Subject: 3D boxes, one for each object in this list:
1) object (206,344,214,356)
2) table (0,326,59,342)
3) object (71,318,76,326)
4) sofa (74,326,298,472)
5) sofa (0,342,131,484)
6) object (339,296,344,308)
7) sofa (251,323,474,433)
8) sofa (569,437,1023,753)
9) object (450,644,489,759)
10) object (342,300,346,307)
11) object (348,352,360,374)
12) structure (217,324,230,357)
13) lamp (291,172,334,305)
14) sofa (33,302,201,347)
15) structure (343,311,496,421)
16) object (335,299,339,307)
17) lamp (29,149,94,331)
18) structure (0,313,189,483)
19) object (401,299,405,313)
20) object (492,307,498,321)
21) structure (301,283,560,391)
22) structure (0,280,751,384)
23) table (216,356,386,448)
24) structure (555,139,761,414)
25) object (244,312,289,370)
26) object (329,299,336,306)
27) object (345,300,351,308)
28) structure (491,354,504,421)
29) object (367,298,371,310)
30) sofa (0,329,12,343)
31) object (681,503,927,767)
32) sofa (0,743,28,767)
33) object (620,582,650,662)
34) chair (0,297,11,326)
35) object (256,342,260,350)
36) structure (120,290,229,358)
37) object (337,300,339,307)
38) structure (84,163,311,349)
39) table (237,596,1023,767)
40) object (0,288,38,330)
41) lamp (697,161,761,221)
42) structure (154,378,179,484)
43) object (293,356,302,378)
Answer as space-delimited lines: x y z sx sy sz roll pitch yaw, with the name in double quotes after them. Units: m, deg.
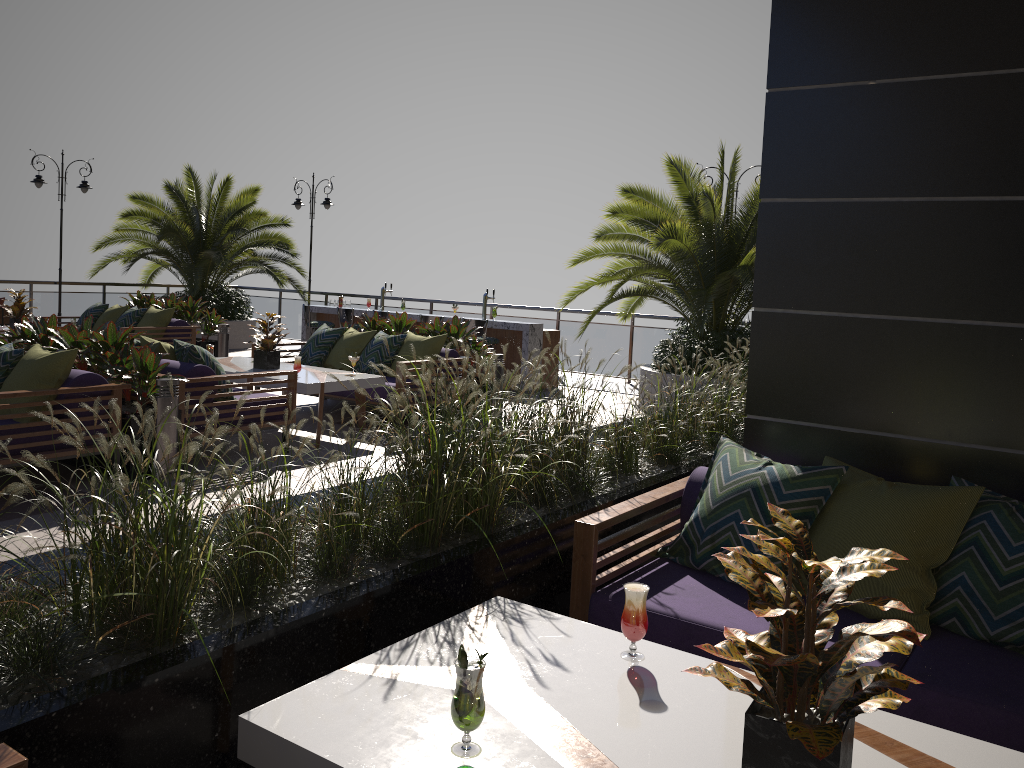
-2.840 -0.280 8.322 0.067 0.189 0.085 1 4 -26 "object"
-5.941 -0.352 10.764 2.043 0.551 0.943 7 7 34 "table"
-5.322 -0.702 10.736 0.069 0.210 0.069 4 4 22 "object"
-2.907 0.028 7.303 2.132 0.916 1.121 7 7 34 "sofa"
-3.737 0.138 6.045 2.132 0.916 1.121 7 7 34 "sofa"
-2.707 -1.300 13.999 0.067 0.189 0.085 1 4 -31 "object"
-1.593 -0.135 9.205 2.132 0.916 1.121 7 7 34 "sofa"
1.377 0.763 2.910 2.132 0.916 1.121 7 7 34 "sofa"
-0.087 0.628 1.765 0.069 0.210 0.069 4 4 17 "object"
-2.773 -1.268 14.472 0.105 0.208 0.106 3 4 9 "object"
-1.460 -0.198 8.169 0.106 0.196 0.106 1 4 -23 "object"
-3.846 -0.445 11.778 0.100 0.698 0.180 5 4 34 "structure"
-3.868 -2.386 16.994 1.125 3.315 0.264 5 4 34 "lamp"
-5.271 -0.617 11.727 2.132 0.916 1.121 7 7 34 "sofa"
-1.126 -0.221 9.882 2.258 1.168 0.738 7 6 36 "structure"
-2.903 -1.301 14.697 0.105 0.208 0.106 3 4 9 "object"
-7.790 -2.375 15.288 0.264 3.315 1.123 5 4 34 "lamp"
-3.321 0.054 6.685 2.427 1.169 0.701 7 6 36 "structure"
-1.631 -1.170 13.266 0.069 0.210 0.069 4 4 17 "object"
-0.241 -0.981 12.308 0.069 0.197 0.082 2 4 -19 "object"
-1.361 -0.832 13.406 4.414 1.323 0.806 7 6 34 "structure"
-5.429 -0.225 7.780 12.956 1.054 17.531 7 8 34 "structure"
-2.266 0.130 8.244 2.043 0.551 0.943 7 7 34 "table"
2.477 -1.303 10.685 3.798 3.291 3.771 2 5 -13 "structure"
-2.257 -0.403 8.179 0.430 0.524 0.426 -2 6 -43 "object"
-2.963 -1.292 14.598 0.105 0.208 0.106 3 4 9 "object"
-2.702 -1.274 14.554 0.105 0.208 0.106 3 4 9 "object"
-0.152 0.039 9.246 0.100 0.698 0.180 5 4 34 "structure"
-2.209 -1.231 13.663 0.069 0.180 0.069 3 4 6 "object"
-6.591 -0.455 9.829 2.132 0.916 1.121 7 7 34 "sofa"
0.537 0.514 1.652 0.425 0.524 0.432 -2 6 -43 "object"
-0.294 0.972 0.481 2.132 0.916 1.121 7 7 34 "sofa"
0.312 0.604 2.250 0.069 0.180 0.069 4 4 17 "object"
-8.313 -0.975 13.898 0.717 0.813 0.715 6 6 34 "chair"
-2.537 -0.341 8.922 0.082 0.197 0.069 2 4 -14 "object"
-4.861 -0.705 12.401 2.258 1.168 0.738 7 6 36 "structure"
-2.828 -1.284 14.582 0.105 0.208 0.106 3 4 9 "object"
-5.605 -2.354 16.155 3.800 3.291 3.769 3 5 2 "structure"
0.515 1.049 1.691 2.043 0.551 0.943 7 7 34 "table"
-5.978 -0.889 10.718 0.425 0.524 0.432 0 5 -28 "object"
2.994 -1.487 12.289 1.125 3.315 0.264 5 4 34 "lamp"
-2.358 0.314 6.039 0.100 0.698 0.180 5 4 34 "structure"
-1.850 -0.145 7.633 0.069 0.180 0.069 4 4 22 "object"
